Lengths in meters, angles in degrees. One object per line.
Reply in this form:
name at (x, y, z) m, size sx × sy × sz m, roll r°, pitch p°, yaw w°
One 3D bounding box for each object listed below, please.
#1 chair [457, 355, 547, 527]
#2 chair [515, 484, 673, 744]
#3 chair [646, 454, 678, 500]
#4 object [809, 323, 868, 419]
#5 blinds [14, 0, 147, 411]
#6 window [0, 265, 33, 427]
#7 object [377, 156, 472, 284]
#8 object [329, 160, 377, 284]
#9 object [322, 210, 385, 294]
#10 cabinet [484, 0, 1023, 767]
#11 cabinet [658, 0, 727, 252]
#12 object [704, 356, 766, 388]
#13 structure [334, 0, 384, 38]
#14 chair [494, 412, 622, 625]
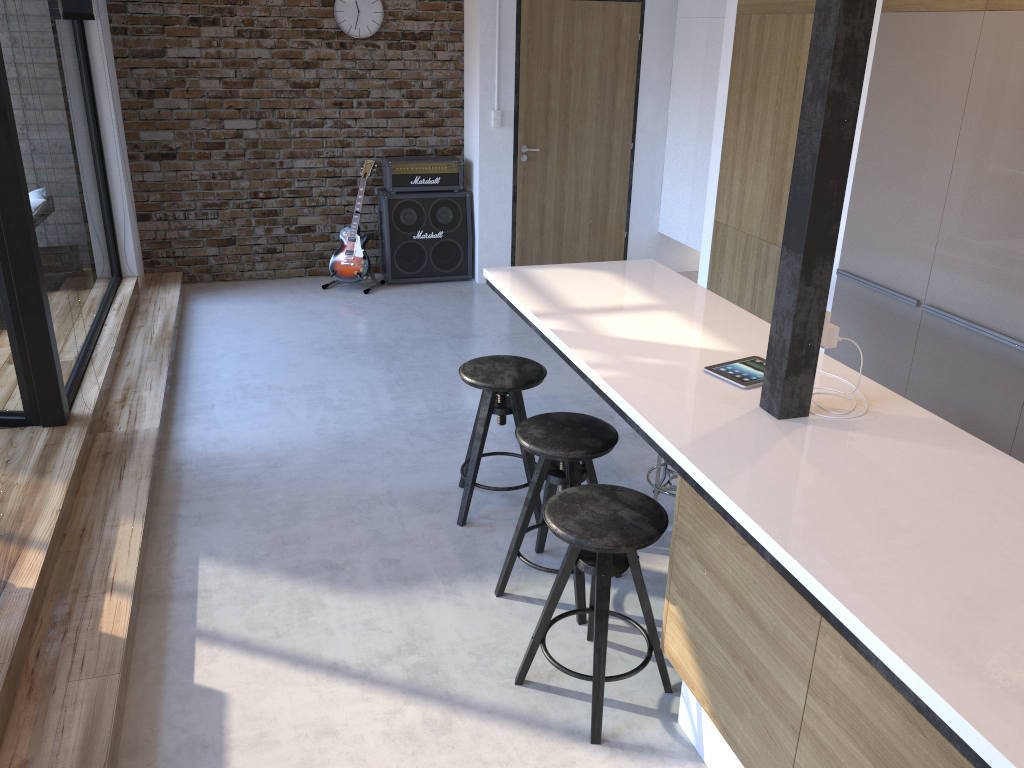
chair at (-0.044, 0.227, 3.690) m, size 0.366 × 0.633 × 0.365 m, roll 0°, pitch 22°, yaw -2°
chair at (0.261, 0.651, 2.649) m, size 0.366 × 0.633 × 0.365 m, roll -18°, pitch 29°, yaw -39°
chair at (0.732, 0.250, 3.664) m, size 0.357 × 0.639 × 0.355 m, roll 12°, pitch 25°, yaw 25°
object at (0.937, -0.094, 2.611) m, size 0.214 × 0.248 × 0.415 m, roll 3°, pitch 22°, yaw 4°
blinds at (-2.761, -0.951, 4.010) m, size 1.826 × 2.063 × 3.845 m, roll 12°, pitch 24°, yaw 25°
window at (-3.341, -0.779, 3.591) m, size 2.448 × 2.062 × 0.100 m, roll 1°, pitch 22°, yaw 0°
object at (-0.691, -1.307, 7.034) m, size 0.696 × 0.941 × 0.356 m, roll -5°, pitch 23°, yaw -16°
object at (-1.184, -1.254, 6.857) m, size 0.330 × 0.878 × 0.522 m, roll 8°, pitch 23°, yaw 16°
object at (-1.228, -1.034, 6.820) m, size 0.389 × 0.591 × 0.329 m, roll 8°, pitch 23°, yaw 16°
cabinet at (1.966, 0.133, 1.020) m, size 2.472 × 2.887 × 9.069 m, roll -5°, pitch 23°, yaw -16°
cabinet at (1.497, -1.943, 6.225) m, size 0.020 × 2.128 × 1.701 m, roll -6°, pitch 23°, yaw -16°
object at (0.747, -0.037, 2.778) m, size 0.240 × 0.013 × 0.187 m, roll -12°, pitch 25°, yaw -30°
structure at (-1.125, -2.730, 6.504) m, size 0.360 × 0.362 × 0.040 m, roll -5°, pitch 23°, yaw -16°
chair at (0.180, 0.449, 3.150) m, size 0.365 × 0.633 × 0.364 m, roll 13°, pitch 25°, yaw 25°
